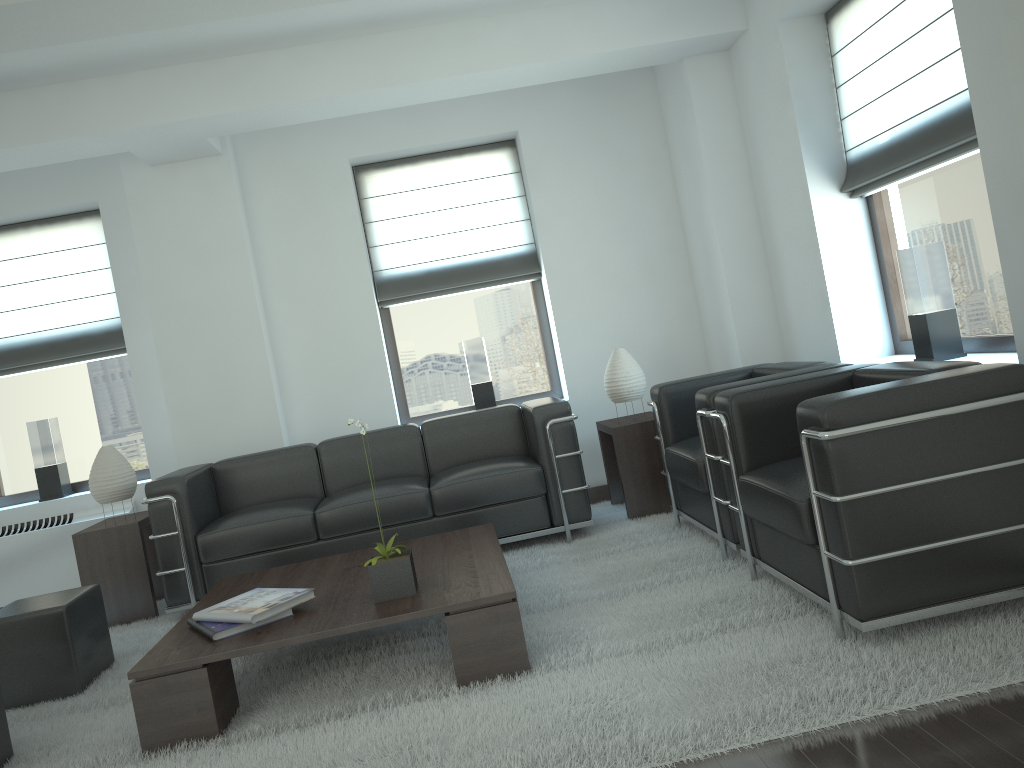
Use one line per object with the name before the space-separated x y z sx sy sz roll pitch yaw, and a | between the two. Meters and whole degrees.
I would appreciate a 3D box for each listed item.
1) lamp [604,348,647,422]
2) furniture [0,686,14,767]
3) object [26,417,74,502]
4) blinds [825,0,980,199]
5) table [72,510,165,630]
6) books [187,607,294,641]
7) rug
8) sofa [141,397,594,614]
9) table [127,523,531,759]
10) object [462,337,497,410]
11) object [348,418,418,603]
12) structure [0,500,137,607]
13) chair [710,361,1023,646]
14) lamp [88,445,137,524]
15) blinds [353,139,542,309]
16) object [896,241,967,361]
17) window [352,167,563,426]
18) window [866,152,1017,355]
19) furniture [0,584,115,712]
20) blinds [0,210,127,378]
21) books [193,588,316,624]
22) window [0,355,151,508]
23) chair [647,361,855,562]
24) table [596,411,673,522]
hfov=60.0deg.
lamp | 1.001 0.000 7.840 0.373 0.654 0.375 -10 1 25
furniture | -2.913 1.742 4.333 0.588 0.579 0.602 -11 1 -4
object | -4.505 0.729 8.631 0.239 0.776 0.243 -11 1 -5
blinds | 2.641 -2.147 5.890 0.222 1.476 2.123 -11 2 -4
table | -3.233 1.570 7.531 0.526 0.845 0.786 -11 1 -5
books | -1.510 1.292 4.915 0.447 0.045 0.517 -12 3 -34
rug | -0.620 1.530 5.807 6.255 0.110 5.169 -11 2 -5
sofa | -1.129 1.000 7.480 3.478 1.170 1.123 -11 1 -5
table | -0.968 1.420 5.355 1.937 0.441 1.921 -11 2 -5
object | -0.327 -0.073 8.988 0.239 0.776 0.243 -11 1 -5
object | -0.739 0.667 4.889 0.252 0.992 0.335 -11 1 -5
structure | -4.253 1.600 8.323 1.462 0.726 0.193 -11 1 -5
chair | 1.879 0.539 4.719 1.124 1.170 1.646 -11 2 -5
lamp | -3.359 0.837 7.467 0.374 0.654 0.375 -11 1 0
blinds | -0.653 -1.648 9.053 1.687 1.476 0.222 -11 0 -5
object | 2.795 -0.544 5.931 0.239 0.776 0.243 -11 1 -5
window | -0.556 -1.034 9.215 1.701 2.731 0.146 -11 0 -5
window | 2.922 -1.562 5.910 0.146 2.731 2.132 -11 1 -4
furniture | -3.036 1.709 5.790 0.588 0.579 0.602 -11 1 -4
blinds | -4.671 -0.876 8.710 1.687 1.476 0.222 -11 0 -5
books | -1.431 1.230 4.927 0.517 0.045 0.447 -9 3 36
window | -4.576 -0.262 8.872 1.701 2.731 0.146 -11 0 -5
chair | 1.746 0.499 6.399 1.124 1.170 1.646 -11 2 -5
table | 1.150 0.728 7.906 0.526 0.845 0.786 -11 1 -5
